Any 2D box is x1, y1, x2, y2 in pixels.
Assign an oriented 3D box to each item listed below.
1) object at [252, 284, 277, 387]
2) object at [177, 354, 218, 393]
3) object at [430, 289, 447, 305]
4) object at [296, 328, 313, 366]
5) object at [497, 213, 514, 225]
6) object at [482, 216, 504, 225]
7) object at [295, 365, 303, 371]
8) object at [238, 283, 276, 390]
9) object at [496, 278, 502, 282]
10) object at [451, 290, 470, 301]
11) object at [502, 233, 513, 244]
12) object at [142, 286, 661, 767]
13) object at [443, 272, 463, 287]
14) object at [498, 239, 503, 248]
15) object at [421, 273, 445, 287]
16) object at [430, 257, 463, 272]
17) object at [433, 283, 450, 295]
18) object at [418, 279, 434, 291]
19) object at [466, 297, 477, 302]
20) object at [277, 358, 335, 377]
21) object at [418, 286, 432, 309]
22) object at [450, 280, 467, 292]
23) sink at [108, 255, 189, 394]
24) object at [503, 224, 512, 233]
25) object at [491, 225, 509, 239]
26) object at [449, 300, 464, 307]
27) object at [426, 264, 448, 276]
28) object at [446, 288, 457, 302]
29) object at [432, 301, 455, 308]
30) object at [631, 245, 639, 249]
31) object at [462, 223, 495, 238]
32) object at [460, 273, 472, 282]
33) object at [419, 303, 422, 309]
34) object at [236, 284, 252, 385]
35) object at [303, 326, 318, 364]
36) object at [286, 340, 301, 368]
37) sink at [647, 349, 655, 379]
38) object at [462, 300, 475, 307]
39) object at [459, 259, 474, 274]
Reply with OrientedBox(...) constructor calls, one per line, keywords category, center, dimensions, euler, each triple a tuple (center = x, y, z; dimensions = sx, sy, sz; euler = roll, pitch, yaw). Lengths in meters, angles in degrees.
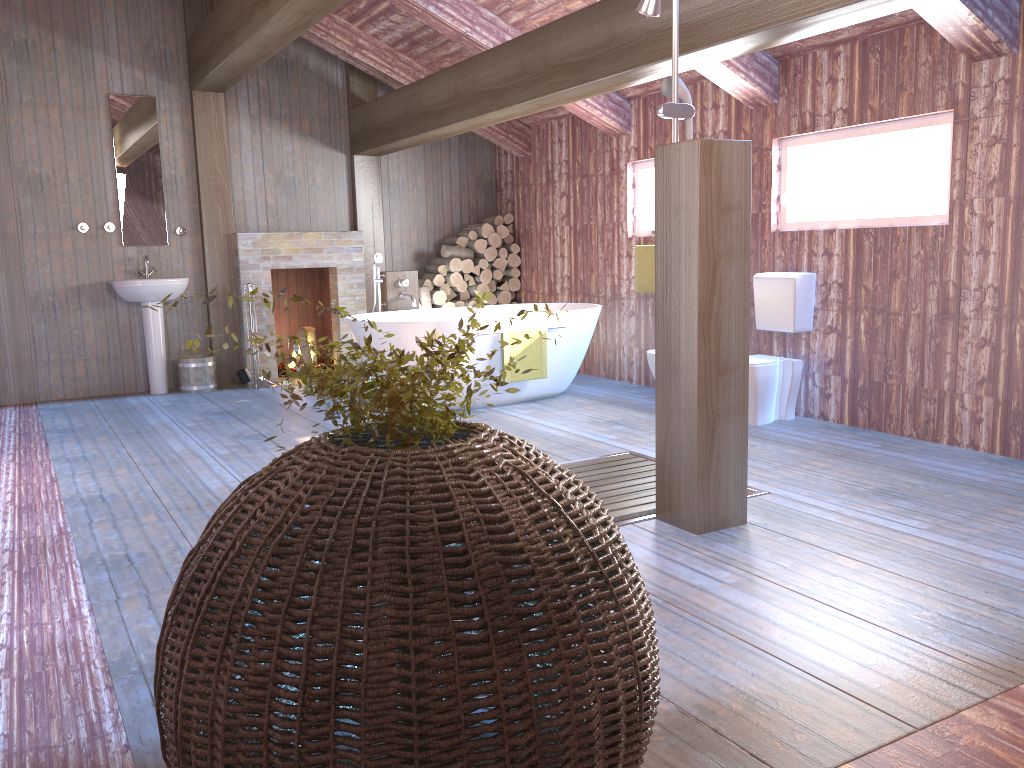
OrientedBox(category="object", center=(-2.133, -0.410, 7.503), dimensions=(0.206, 0.871, 0.126), euler=(0, 9, 13))
OrientedBox(category="object", center=(-2.630, -0.086, 7.424), dimensions=(0.309, 0.290, 0.308), euler=(-5, 9, -19))
OrientedBox(category="object", center=(-0.773, -0.827, 8.378), dimensions=(0.138, 0.147, 0.440), euler=(-6, 10, -29))
OrientedBox(category="object", center=(-1.948, -0.308, 8.357), dimensions=(0.098, 0.434, 0.283), euler=(-7, 10, -31))
OrientedBox(category="object", center=(-0.097, -1.611, 8.706), dimensions=(0.112, 0.113, 0.271), euler=(-6, 10, -29))
OrientedBox(category="object", center=(-0.188, -1.577, 8.656), dimensions=(0.104, 0.121, 0.270), euler=(-6, 10, -28))
OrientedBox(category="object", center=(-1.954, -0.146, 8.386), dimensions=(0.085, 0.084, 0.278), euler=(1, 9, 17))
OrientedBox(category="object", center=(-2.230, -0.412, 7.521), dimensions=(0.276, 0.888, 0.333), euler=(0, 9, 12))
OrientedBox(category="object", center=(-0.169, -1.034, 8.686), dimensions=(0.067, 0.069, 0.177), euler=(-6, 10, -29))
OrientedBox(category="object", center=(-0.527, -0.871, 8.629), dimensions=(0.104, 0.127, 0.321), euler=(-6, 10, -29))
OrientedBox(category="object", center=(-0.096, -1.431, 8.731), dimensions=(0.107, 0.115, 0.269), euler=(-6, 10, -28))
OrientedBox(category="object", center=(-0.200, 0.330, 1.753), dimensions=(0.970, 1.073, 0.972), euler=(6, 11, 40))
OrientedBox(category="object", center=(-0.629, -0.998, 8.435), dimensions=(0.141, 0.143, 0.437), euler=(-7, 10, -31))
OrientedBox(category="object", center=(-0.220, -1.373, 8.742), dimensions=(0.132, 0.119, 0.319), euler=(-6, 10, -28))
OrientedBox(category="object", center=(-0.746, -0.982, 8.364), dimensions=(0.115, 0.123, 0.291), euler=(-6, 10, -28))
OrientedBox(category="object", center=(-0.625, -1.135, 8.426), dimensions=(0.135, 0.145, 0.439), euler=(-6, 10, -29))
OrientedBox(category="object", center=(-0.702, -0.902, 8.420), dimensions=(0.111, 0.113, 0.301), euler=(-7, 10, -30))
OrientedBox(category="object", center=(-0.859, -0.933, 8.361), dimensions=(0.114, 0.113, 0.301), euler=(-7, 10, -31))
OrientedBox(category="object", center=(-0.433, -0.797, 8.693), dimensions=(0.116, 0.118, 0.289), euler=(-7, 10, -31))
OrientedBox(category="object", center=(-2.093, -0.170, 8.663), dimensions=(0.935, 0.085, 0.829), euler=(6, 12, 42))
OrientedBox(category="object", center=(-0.800, -0.753, 8.173), dimensions=(0.147, 0.298, 0.109), euler=(-6, 10, -26))
OrientedBox(category="object", center=(-0.541, -0.943, 8.491), dimensions=(0.115, 0.123, 0.291), euler=(-6, 10, -28))
OrientedBox(category="sink", center=(-2.915, -0.476, 7.235), dimensions=(0.582, 1.143, 0.475), euler=(-7, 10, -30))
OrientedBox(category="object", center=(-0.099, -1.529, 8.734), dimensions=(0.081, 0.100, 0.281), euler=(-6, 10, -29))
OrientedBox(category="object", center=(-0.195, -1.477, 8.649), dimensions=(0.133, 0.142, 0.456), euler=(-6, 10, -28))
OrientedBox(category="object", center=(-0.571, -0.751, 8.509), dimensions=(0.114, 0.120, 0.303), euler=(-6, 10, -28))
OrientedBox(category="object", center=(-0.710, -1.079, 8.390), dimensions=(0.106, 0.112, 0.282), euler=(-6, 10, -28))
OrientedBox(category="object", center=(-0.656, -0.871, 8.552), dimensions=(0.128, 0.150, 0.323), euler=(-6, 10, -29))
OrientedBox(category="object", center=(-0.701, -0.730, 8.451), dimensions=(0.139, 0.148, 0.458), euler=(-6, 10, -29))
OrientedBox(category="object", center=(1.077, -1.033, 6.685), dimensions=(0.091, 0.043, 0.581), euler=(-6, 10, -29))
OrientedBox(category="object", center=(-0.333, -1.476, 8.567), dimensions=(0.135, 0.139, 0.456), euler=(-6, 10, -28))
OrientedBox(category="object", center=(-0.482, -1.027, 8.517), dimensions=(0.088, 0.092, 0.280), euler=(-6, 10, -28))
OrientedBox(category="object", center=(-0.997, -0.722, 8.275), dimensions=(0.139, 0.137, 0.455), euler=(-7, 10, -31))
OrientedBox(category="object", center=(-2.266, -0.409, 7.440), dimensions=(0.062, 0.846, 0.136), euler=(6, 12, 41))
OrientedBox(category="object", center=(-1.967, -0.330, 8.608), dimensions=(0.140, 0.459, 0.266), euler=(-3, 9, -12))
OrientedBox(category="object", center=(-2.076, -0.266, 8.481), dimensions=(0.221, 0.306, 0.121), euler=(-2, 9, -2))
OrientedBox(category="sink", center=(1.185, -0.124, 6.228), dimensions=(0.515, 0.517, 0.335), euler=(-6, 10, -28))
OrientedBox(category="object", center=(-0.480, -0.764, 8.554), dimensions=(0.098, 0.100, 0.437), euler=(-7, 10, -31))
OrientedBox(category="object", center=(-0.525, -1.133, 8.484), dimensions=(0.138, 0.147, 0.440), euler=(-6, 10, -29))
